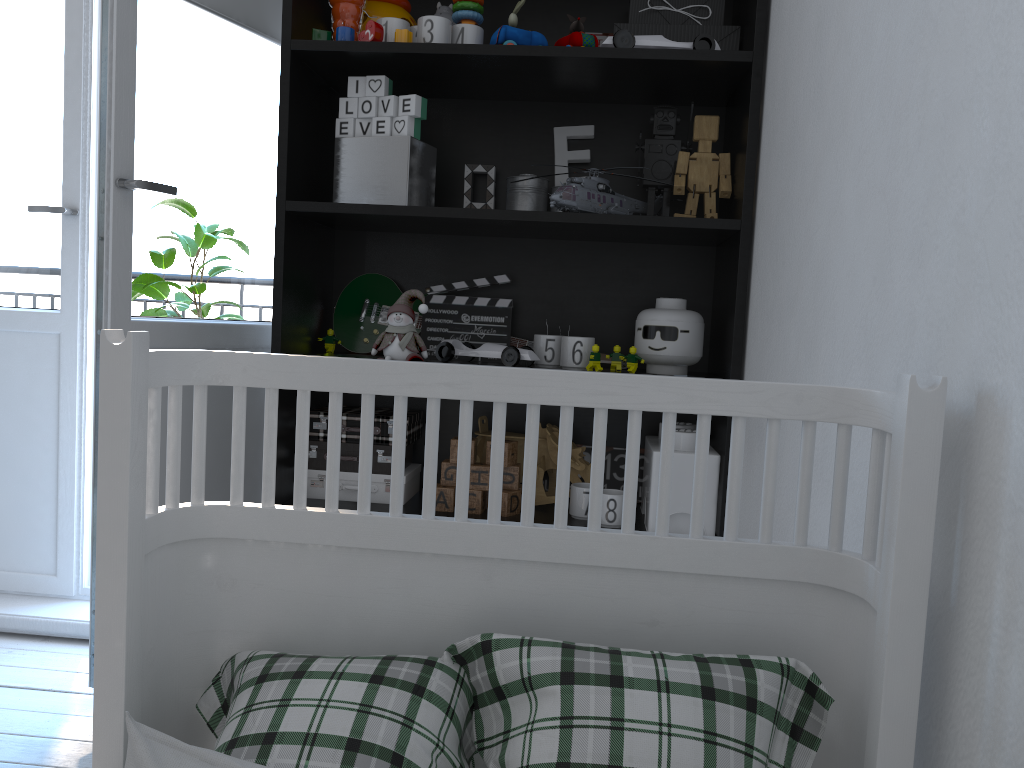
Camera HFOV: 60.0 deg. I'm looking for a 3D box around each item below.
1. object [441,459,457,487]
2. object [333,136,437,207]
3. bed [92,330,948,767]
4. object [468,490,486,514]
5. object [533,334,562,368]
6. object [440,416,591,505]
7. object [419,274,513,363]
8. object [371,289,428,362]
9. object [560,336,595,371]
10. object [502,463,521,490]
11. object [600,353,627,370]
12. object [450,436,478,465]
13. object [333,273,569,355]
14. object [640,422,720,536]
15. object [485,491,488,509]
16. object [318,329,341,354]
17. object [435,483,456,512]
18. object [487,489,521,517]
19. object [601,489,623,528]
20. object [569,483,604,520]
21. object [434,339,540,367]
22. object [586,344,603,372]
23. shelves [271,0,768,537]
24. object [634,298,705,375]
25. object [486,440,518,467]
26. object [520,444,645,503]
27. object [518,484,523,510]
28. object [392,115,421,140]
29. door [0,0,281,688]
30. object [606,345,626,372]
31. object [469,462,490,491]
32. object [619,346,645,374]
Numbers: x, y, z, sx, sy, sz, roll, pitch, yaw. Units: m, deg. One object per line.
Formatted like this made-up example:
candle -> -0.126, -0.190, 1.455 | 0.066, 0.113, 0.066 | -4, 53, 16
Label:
object -> -0.119, 0.185, 1.848 | 0.050, 0.050, 0.050 | 3, 4, 5
object -> -0.259, -0.422, 1.812 | 0.170, 0.138, 0.124 | 4, 4, 20
bed -> -0.077, 0.424, 0.153 | 0.670, 0.833, 1.403 | 3, 4, 5
object -> -0.083, 0.238, 1.828 | 0.050, 0.050, 0.050 | 4, 4, 10
object -> 0.078, -0.068, 1.849 | 0.067, 0.067, 0.067 | 4, 4, 19
object -> 0.019, 0.170, 1.948 | 0.337, 0.186, 0.111 | 4, 4, 20
object -> -0.099, -0.150, 1.971 | 0.201, 0.199, 0.048 | 3, 4, 5
object -> -0.216, -0.093, 1.718 | 0.110, 0.186, 0.129 | 2, 4, -8
object -> 0.133, -0.062, 1.797 | 0.067, 0.067, 0.067 | 4, 4, 19
object -> -0.009, 0.191, 1.846 | 0.050, 0.050, 0.050 | 3, 4, 5
object -> 0.191, -0.053, 1.950 | 0.163, 0.034, 0.069 | 3, 4, 5
object -> -0.100, 0.137, 1.835 | 0.050, 0.050, 0.050 | 3, 4, 5
object -> -0.139, -0.123, 2.003 | 0.542, 0.239, 0.093 | 3, 4, 6
object -> 0.344, 0.186, 1.831 | 0.132, 0.199, 0.267 | 3, 4, 5
object -> -0.063, 0.236, 1.881 | 0.050, 0.050, 0.050 | 3, 4, 5
object -> -0.402, -0.094, 1.952 | 0.042, 0.054, 0.031 | 4, 4, 15
object -> -0.141, 0.235, 1.834 | 0.050, 0.050, 0.050 | 3, 4, 5
object -> -0.016, 0.242, 1.823 | 0.050, 0.050, 0.050 | 6, 5, 35
object -> 0.197, 0.248, 1.768 | 0.067, 0.067, 0.067 | 4, 4, 19
object -> 0.153, 0.242, 1.827 | 0.067, 0.067, 0.067 | 4, 4, 19
object -> -0.051, -0.063, 1.822 | 0.230, 0.048, 0.098 | 5, 4, 30
object -> 0.163, -0.050, 1.741 | 0.042, 0.054, 0.031 | 0, 5, -35
shelves -> -0.004, -0.109, 1.867 | 0.911, 1.678, 0.353 | 3, 4, 5
object -> 0.324, -0.095, 1.828 | 0.139, 0.162, 0.139 | 2, 4, -20
object -> -0.021, 0.142, 1.830 | 0.050, 0.050, 0.050 | 5, 4, 25
object -> 0.177, 0.201, 2.026 | 0.347, 0.120, 0.034 | 3, 4, 5
object -> -0.004, 0.239, 1.880 | 0.050, 0.050, 0.050 | 3, 4, 5
object -> -0.208, -0.504, 1.750 | 0.040, 0.040, 0.040 | 6, 5, 35
door -> -1.154, -0.322, 2.070 | 1.263, 1.839, 0.636 | 4, 4, 7
object -> 0.210, -0.051, 1.791 | 0.042, 0.054, 0.031 | 3, 4, 5
object -> -0.065, 0.190, 1.823 | 0.050, 0.050, 0.050 | 3, 4, 5
object -> 0.238, -0.047, 1.758 | 0.031, 0.054, 0.042 | 0, 5, -40
